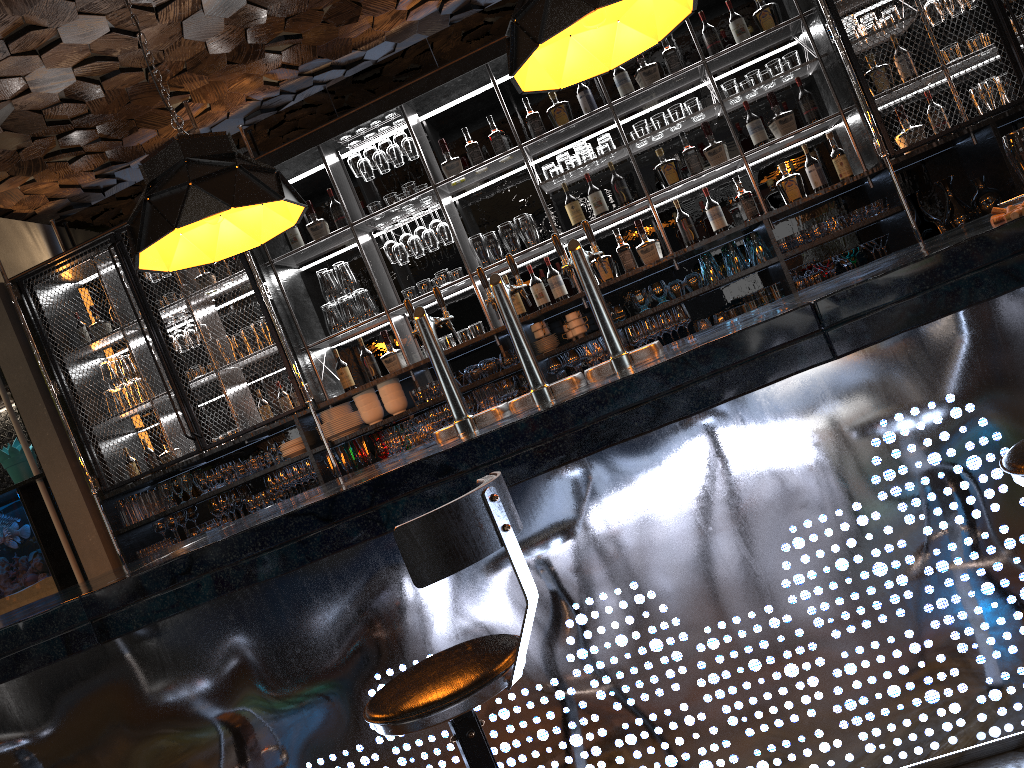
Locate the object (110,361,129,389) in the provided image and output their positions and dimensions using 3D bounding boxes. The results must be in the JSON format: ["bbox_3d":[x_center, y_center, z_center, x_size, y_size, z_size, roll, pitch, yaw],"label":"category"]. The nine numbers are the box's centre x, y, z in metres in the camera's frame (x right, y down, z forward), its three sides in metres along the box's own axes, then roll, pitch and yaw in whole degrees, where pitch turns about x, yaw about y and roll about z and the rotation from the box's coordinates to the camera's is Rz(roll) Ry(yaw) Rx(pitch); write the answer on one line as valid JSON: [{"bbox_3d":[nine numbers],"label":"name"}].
[{"bbox_3d":[-2.659,-0.063,5.982,0.092,0.182,0.092,-22,0,6],"label":"object"}]

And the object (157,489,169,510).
[{"bbox_3d":[-2.311,0.766,5.852,0.051,0.152,0.058,-22,0,37],"label":"object"}]

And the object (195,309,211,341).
[{"bbox_3d":[-2.042,-0.381,5.827,0.081,0.213,0.081,-22,0,16],"label":"object"}]

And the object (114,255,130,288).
[{"bbox_3d":[-2.505,-0.731,5.734,0.081,0.213,0.081,-22,0,16],"label":"object"}]

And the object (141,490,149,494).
[{"bbox_3d":[-2.409,0.794,5.877,0.067,0.174,0.067,-22,0,-29],"label":"object"}]

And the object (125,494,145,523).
[{"bbox_3d":[-2.428,0.802,5.711,0.067,0.174,0.067,-22,0,-40],"label":"object"}]

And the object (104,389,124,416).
[{"bbox_3d":[-2.647,0.130,5.895,0.092,0.182,0.092,-22,0,6],"label":"object"}]

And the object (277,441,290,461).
[{"bbox_3d":[-1.486,0.440,5.765,0.074,0.131,0.074,-22,0,23],"label":"object"}]

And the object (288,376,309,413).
[{"bbox_3d":[-1.378,0.067,5.687,0.075,0.260,0.075,-22,0,-31],"label":"object"}]

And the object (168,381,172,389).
[{"bbox_3d":[-2.208,0.004,5.822,0.077,0.080,0.077,-22,0,22],"label":"object"}]

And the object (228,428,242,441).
[{"bbox_3d":[-1.787,0.334,5.734,0.077,0.080,0.077,-22,0,-1],"label":"object"}]

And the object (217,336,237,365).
[{"bbox_3d":[-1.820,-0.211,5.680,0.092,0.182,0.092,-22,0,6],"label":"object"}]

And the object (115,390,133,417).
[{"bbox_3d":[-2.638,0.126,5.997,0.092,0.182,0.092,-22,0,6],"label":"object"}]

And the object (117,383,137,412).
[{"bbox_3d":[-2.553,0.091,5.876,0.092,0.182,0.092,-22,0,6],"label":"object"}]

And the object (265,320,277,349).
[{"bbox_3d":[-1.556,-0.319,5.726,0.092,0.182,0.092,-22,0,6],"label":"object"}]

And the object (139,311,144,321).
[{"bbox_3d":[-2.394,-0.456,5.816,0.077,0.080,0.077,-22,0,1],"label":"object"}]

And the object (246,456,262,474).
[{"bbox_3d":[-1.603,0.506,5.515,0.078,0.099,0.078,-22,0,-22],"label":"object"}]

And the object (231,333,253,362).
[{"bbox_3d":[-1.753,-0.239,5.769,0.092,0.182,0.092,-22,0,6],"label":"object"}]

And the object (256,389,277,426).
[{"bbox_3d":[-1.597,0.158,5.730,0.075,0.261,0.075,-22,0,-31],"label":"object"}]

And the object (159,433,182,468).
[{"bbox_3d":[-2.261,0.440,5.847,0.108,0.244,0.108,-22,0,24],"label":"object"}]

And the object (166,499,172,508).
[{"bbox_3d":[-2.315,0.768,5.913,0.051,0.152,0.058,-22,0,35],"label":"object"}]

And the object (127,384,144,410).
[{"bbox_3d":[-2.542,0.086,5.971,0.092,0.182,0.092,-22,0,6],"label":"object"}]

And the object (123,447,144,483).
[{"bbox_3d":[-2.538,0.545,5.920,0.075,0.261,0.075,-22,0,-31],"label":"object"}]

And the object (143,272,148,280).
[{"bbox_3d":[-2.418,-0.767,5.717,0.081,0.213,0.081,-22,0,16],"label":"object"}]

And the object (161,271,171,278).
[{"bbox_3d":[-2.315,-0.810,5.842,0.081,0.213,0.081,-22,0,16],"label":"object"}]

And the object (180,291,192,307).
[{"bbox_3d":[-2.143,-0.560,5.863,0.077,0.080,0.077,-23,0,-44],"label":"object"}]

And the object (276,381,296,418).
[{"bbox_3d":[-1.469,0.104,5.726,0.075,0.260,0.075,-22,0,-31],"label":"object"}]

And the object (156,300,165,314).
[{"bbox_3d":[-2.302,-0.494,5.777,0.077,0.080,0.077,-23,0,-44],"label":"object"}]

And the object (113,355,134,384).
[{"bbox_3d":[-2.577,-0.096,5.874,0.092,0.182,0.092,-22,0,6],"label":"object"}]

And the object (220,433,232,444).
[{"bbox_3d":[-1.862,0.364,5.806,0.077,0.080,0.077,-22,0,-24],"label":"object"}]

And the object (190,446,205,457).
[{"bbox_3d":[-2.039,0.437,5.766,0.077,0.080,0.077,-22,0,-40],"label":"object"}]

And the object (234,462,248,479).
[{"bbox_3d":[-1.693,0.541,5.541,0.078,0.103,0.078,-22,0,-37],"label":"object"}]

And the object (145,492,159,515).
[{"bbox_3d":[-2.338,0.777,5.735,0.058,0.152,0.051,-22,0,15],"label":"object"}]

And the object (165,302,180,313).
[{"bbox_3d":[-2.244,-0.518,5.874,0.077,0.080,0.077,-22,0,-24],"label":"object"}]

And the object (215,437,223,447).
[{"bbox_3d":[-1.953,0.401,5.899,0.077,0.080,0.077,-22,0,-40],"label":"object"}]

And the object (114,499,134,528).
[{"bbox_3d":[-2.502,0.833,5.715,0.067,0.174,0.067,-22,0,19],"label":"object"}]

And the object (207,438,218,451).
[{"bbox_3d":[-1.946,0.399,5.736,0.077,0.080,0.077,-22,0,-4],"label":"object"}]

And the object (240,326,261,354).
[{"bbox_3d":[-1.664,-0.275,5.673,0.092,0.182,0.092,-22,0,6],"label":"object"}]

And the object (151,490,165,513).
[{"bbox_3d":[-2.324,0.771,5.794,0.058,0.152,0.051,-22,0,-28],"label":"object"}]

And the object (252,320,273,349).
[{"bbox_3d":[-1.582,-0.309,5.635,0.092,0.182,0.092,-22,0,6],"label":"object"}]

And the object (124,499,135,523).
[{"bbox_3d":[-2.487,0.827,5.788,0.067,0.174,0.067,-22,0,-39],"label":"object"}]

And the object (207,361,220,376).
[{"bbox_3d":[-1.955,-0.100,5.838,0.077,0.080,0.077,-22,0,6],"label":"object"}]

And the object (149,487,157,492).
[{"bbox_3d":[-2.394,0.788,5.963,0.067,0.174,0.067,-22,0,-40],"label":"object"}]

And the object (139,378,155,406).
[{"bbox_3d":[-2.457,0.051,5.945,0.092,0.182,0.092,-22,0,6],"label":"object"}]

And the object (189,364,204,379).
[{"bbox_3d":[-2.019,-0.074,5.690,0.077,0.080,0.077,-22,0,6],"label":"object"}]

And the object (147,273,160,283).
[{"bbox_3d":[-2.393,-0.778,5.858,0.081,0.213,0.081,-22,0,16],"label":"object"}]

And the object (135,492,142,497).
[{"bbox_3d":[-2.422,0.799,5.788,0.067,0.174,0.067,-22,0,36],"label":"object"}]

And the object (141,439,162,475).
[{"bbox_3d":[-2.391,0.484,5.863,0.075,0.260,0.075,-22,0,44],"label":"object"}]

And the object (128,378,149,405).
[{"bbox_3d":[-2.463,0.054,5.847,0.092,0.182,0.092,-22,0,6],"label":"object"}]

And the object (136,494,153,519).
[{"bbox_3d":[-2.352,0.783,5.678,0.051,0.152,0.058,-22,0,16],"label":"object"}]

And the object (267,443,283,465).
[{"bbox_3d":[-1.489,0.441,5.585,0.074,0.131,0.074,-22,0,23],"label":"object"}]

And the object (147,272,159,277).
[{"bbox_3d":[-2.339,-0.800,5.701,0.081,0.213,0.081,-22,0,16],"label":"object"}]

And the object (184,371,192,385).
[{"bbox_3d":[-2.123,-0.031,5.766,0.077,0.080,0.077,-22,0,-11],"label":"object"}]

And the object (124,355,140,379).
[{"bbox_3d":[-2.567,-0.100,5.953,0.092,0.182,0.092,-22,0,6],"label":"object"}]

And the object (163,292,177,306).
[{"bbox_3d":[-2.195,-0.538,5.710,0.077,0.080,0.077,-23,0,-44],"label":"object"}]

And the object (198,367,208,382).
[{"bbox_3d":[-2.051,-0.061,5.851,0.077,0.080,0.077,-22,0,-25],"label":"object"}]

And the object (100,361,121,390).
[{"bbox_3d":[-2.671,-0.057,5.884,0.092,0.182,0.092,-22,0,6],"label":"object"}]
